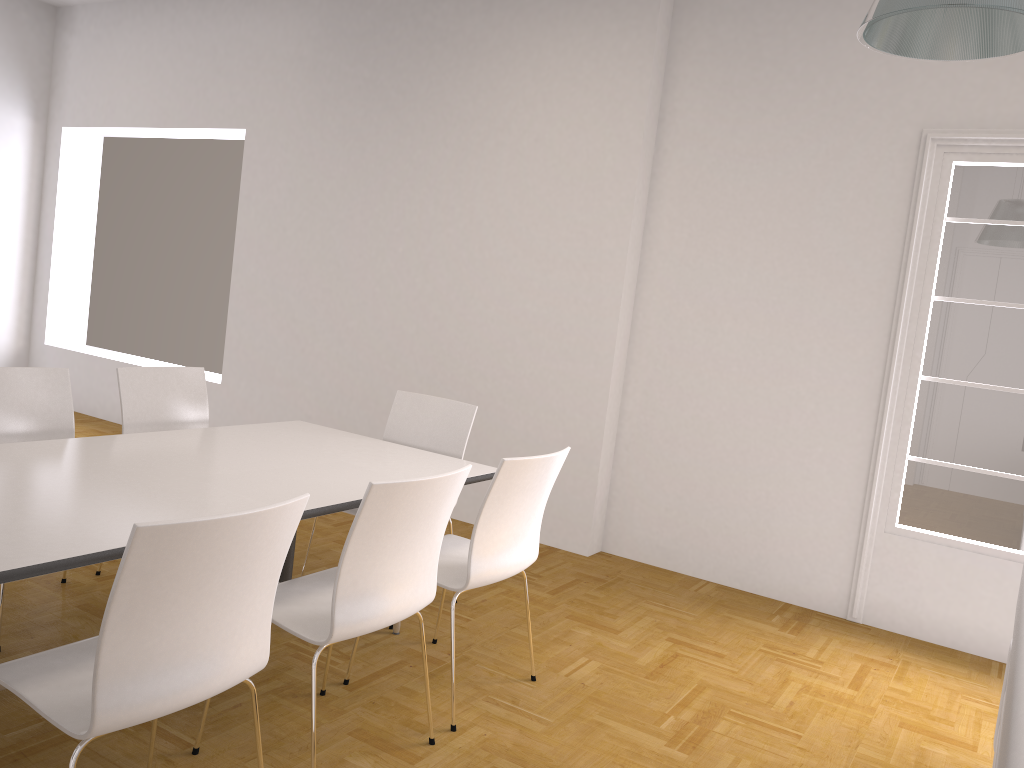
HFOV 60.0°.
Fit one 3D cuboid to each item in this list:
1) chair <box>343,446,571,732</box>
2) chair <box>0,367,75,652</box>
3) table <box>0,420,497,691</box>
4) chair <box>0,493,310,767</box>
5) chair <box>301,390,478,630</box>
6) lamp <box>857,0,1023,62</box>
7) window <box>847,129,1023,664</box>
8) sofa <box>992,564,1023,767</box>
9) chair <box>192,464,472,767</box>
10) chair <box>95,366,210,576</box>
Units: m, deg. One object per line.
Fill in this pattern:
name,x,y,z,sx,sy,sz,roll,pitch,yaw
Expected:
chair,-0.168,0.660,3.245,0.576,0.929,0.561,10,5,30
chair,-1.844,0.435,3.446,0.576,0.929,0.561,10,5,30
table,-1.197,0.653,3.057,1.212,0.721,2.411,10,6,30
chair,-0.868,0.689,2.077,0.576,0.929,0.561,10,5,30
chair,-0.542,0.531,4.088,0.562,0.929,0.575,10,5,30
lamp,1.210,-1.514,2.236,0.465,1.248,0.464,10,5,30
window,3.350,0.234,3.721,3.355,2.524,0.195,10,5,31
sofa,1.415,1.026,1.777,0.823,0.847,2.623,10,6,30
chair,-0.507,0.674,2.679,0.576,0.929,0.561,10,5,30
chair,-1.484,0.420,4.048,0.576,0.929,0.561,10,5,30
